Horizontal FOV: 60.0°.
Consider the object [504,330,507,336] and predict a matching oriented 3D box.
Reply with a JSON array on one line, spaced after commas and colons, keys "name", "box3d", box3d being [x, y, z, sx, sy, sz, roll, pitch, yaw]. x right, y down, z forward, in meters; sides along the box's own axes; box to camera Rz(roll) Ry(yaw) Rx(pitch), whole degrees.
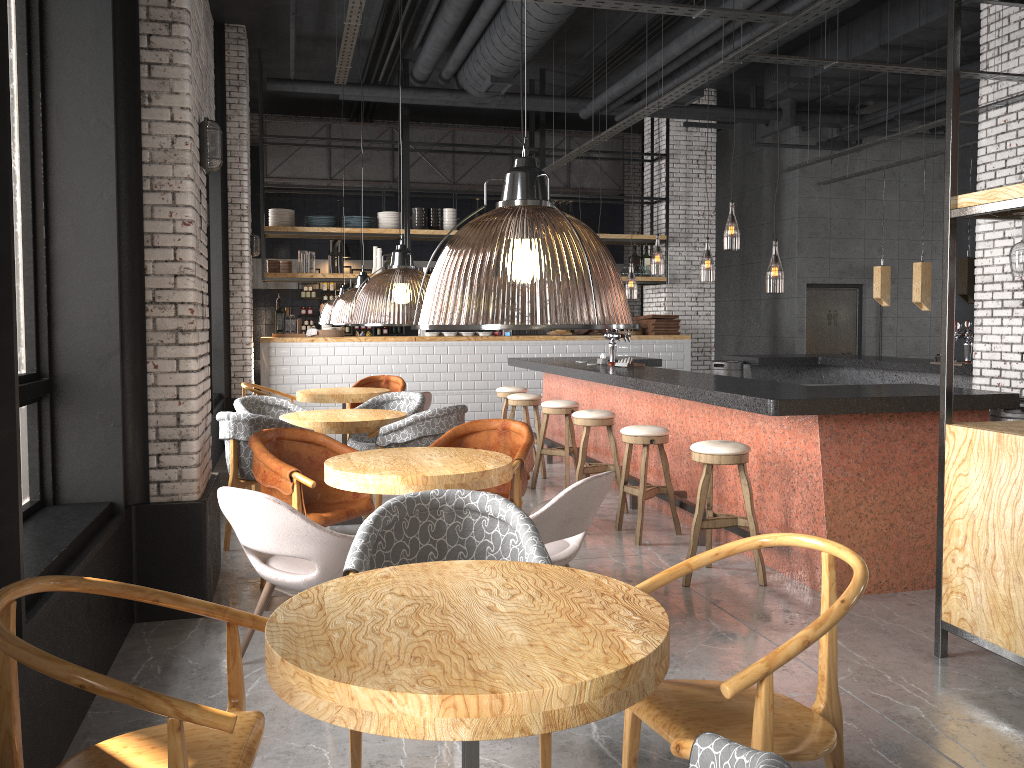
[{"name": "object", "box3d": [-0.073, -0.734, 12.038, 0.112, 0.165, 0.122, 3, 4, 40]}]

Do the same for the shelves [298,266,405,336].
[{"name": "shelves", "box3d": [-2.710, -1.247, 14.998, 1.761, 1.481, 0.157, -1, 3, -14]}]

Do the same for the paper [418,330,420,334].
[{"name": "paper", "box3d": [-1.253, -0.764, 11.991, 0.012, 0.163, 0.108, -1, 3, -14]}]

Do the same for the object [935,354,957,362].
[{"name": "object", "box3d": [4.250, -0.250, 8.689, 0.091, 0.091, 0.178, -3, 5, -39]}]

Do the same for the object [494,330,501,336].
[{"name": "object", "box3d": [-0.196, -0.727, 11.949, 0.122, 0.165, 0.112, 1, 3, 20]}]

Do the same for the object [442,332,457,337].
[{"name": "object", "box3d": [-0.830, -0.660, 11.757, 0.216, 0.059, 0.324, -1, 4, -14]}]

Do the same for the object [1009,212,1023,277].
[{"name": "object", "box3d": [2.161, -0.589, 3.750, 0.101, 0.267, 0.101, 2, 4, 39]}]

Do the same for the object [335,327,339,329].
[{"name": "object", "box3d": [-2.292, -0.700, 11.551, 0.160, 0.078, 0.161, 3, 5, 39]}]

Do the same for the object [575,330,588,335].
[{"name": "object", "box3d": [1.050, -0.845, 12.376, 0.242, 0.338, 0.488, -2, 4, -28]}]

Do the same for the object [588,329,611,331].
[{"name": "object", "box3d": [1.168, -0.761, 12.507, 0.407, 0.019, 0.458, 0, 4, 0]}]

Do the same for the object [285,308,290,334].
[{"name": "object", "box3d": [-2.890, -0.798, 11.419, 0.070, 0.367, 0.107, -1, 3, -15]}]

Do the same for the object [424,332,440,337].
[{"name": "object", "box3d": [-1.059, -0.654, 11.713, 0.216, 0.055, 0.324, -1, 4, -14]}]

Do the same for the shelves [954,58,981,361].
[{"name": "shelves", "box3d": [6.618, -1.902, 8.084, 1.003, 4.362, 6.154, -1, 4, -14]}]

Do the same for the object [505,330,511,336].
[{"name": "object", "box3d": [-0.051, -0.737, 11.912, 0.128, 0.189, 0.123, 0, 3, -5]}]

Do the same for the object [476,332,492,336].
[{"name": "object", "box3d": [-0.374, -0.669, 11.876, 0.216, 0.060, 0.324, -1, 4, -14]}]

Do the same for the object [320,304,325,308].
[{"name": "object", "box3d": [-2.475, -0.912, 11.650, 0.090, 0.289, 0.017, 1, 3, 23]}]

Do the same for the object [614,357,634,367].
[{"name": "object", "box3d": [1.025, -0.203, 8.125, 0.091, 0.091, 0.178, -3, 5, -39]}]

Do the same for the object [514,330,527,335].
[{"name": "object", "box3d": [0.118, -0.765, 12.181, 0.181, 0.168, 0.170, 0, 3, -4]}]

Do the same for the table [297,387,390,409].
[{"name": "table", "box3d": [-1.702, 0.472, 9.001, 0.932, 0.809, 0.933, 2, 4, 29]}]

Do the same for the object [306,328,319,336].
[{"name": "object", "box3d": [-2.512, -0.665, 11.425, 0.187, 0.110, 0.283, 1, 4, 23]}]

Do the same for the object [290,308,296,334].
[{"name": "object", "box3d": [-2.827, -0.800, 11.436, 0.070, 0.367, 0.107, -1, 3, -15]}]

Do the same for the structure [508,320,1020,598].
[{"name": "structure", "box3d": [2.748, 0.193, 8.008, 4.310, 1.532, 5.883, -1, 4, -14]}]

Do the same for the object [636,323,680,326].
[{"name": "object", "box3d": [2.079, -0.857, 12.691, 0.405, 0.044, 0.636, -1, 4, -13]}]

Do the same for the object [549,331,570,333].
[{"name": "object", "box3d": [0.649, -0.728, 12.357, 0.230, 0.016, 0.557, -1, 4, -8]}]

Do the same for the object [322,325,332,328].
[{"name": "object", "box3d": [-2.427, -0.727, 11.621, 0.129, 0.204, 0.129, 1, 3, 22]}]

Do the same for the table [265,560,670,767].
[{"name": "table", "box3d": [-0.099, 0.945, 2.116, 0.932, 0.809, 0.933, 2, 4, 33]}]

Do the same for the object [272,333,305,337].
[{"name": "object", "box3d": [-2.905, -0.630, 11.530, 0.411, 0.050, 0.412, -1, 4, -15]}]

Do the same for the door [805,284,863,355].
[{"name": "door", "box3d": [5.105, -0.555, 14.248, 1.120, 2.101, 0.158, -1, 3, -14]}]

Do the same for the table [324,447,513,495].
[{"name": "table", "box3d": [-0.462, 0.784, 4.455, 0.932, 0.809, 0.933, 2, 4, 33]}]

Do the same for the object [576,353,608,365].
[{"name": "object", "box3d": [0.741, -0.264, 8.905, 0.200, 0.106, 0.767, -1, 4, -14]}]

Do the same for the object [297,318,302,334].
[{"name": "object", "box3d": [-2.745, -0.727, 11.450, 0.056, 0.248, 0.056, 2, 4, 38]}]

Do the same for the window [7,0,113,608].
[{"name": "window", "box3d": [-1.797, -0.699, 3.150, 0.365, 2.694, 1.536, -1, 3, -14]}]

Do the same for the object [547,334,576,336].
[{"name": "object", "box3d": [0.701, -0.683, 12.329, 0.407, 0.019, 0.458, 2, 4, 28]}]

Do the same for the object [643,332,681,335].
[{"name": "object", "box3d": [2.079, -0.725, 12.698, 0.405, 0.044, 0.636, -1, 4, -18]}]

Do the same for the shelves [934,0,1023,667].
[{"name": "shelves", "box3d": [3.736, -1.299, 3.952, 3.659, 5.014, 0.690, -1, 3, -14]}]

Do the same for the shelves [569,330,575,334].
[{"name": "shelves", "box3d": [1.255, -1.217, 15.945, 0.889, 2.146, 0.251, -1, 3, -14]}]

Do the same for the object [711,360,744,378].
[{"name": "object", "box3d": [2.533, 0.246, 10.458, 0.399, 1.034, 0.398, 1, 3, 21]}]

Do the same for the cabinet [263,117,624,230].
[{"name": "cabinet", "box3d": [-1.036, -3.262, 14.598, 5.864, 1.767, 0.683, -1, 3, -14]}]

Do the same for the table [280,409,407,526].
[{"name": "table", "box3d": [-1.252, 0.635, 6.638, 0.932, 0.809, 0.933, 2, 4, 33]}]

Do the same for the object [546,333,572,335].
[{"name": "object", "box3d": [0.646, -0.702, 12.362, 0.276, 0.019, 0.514, -1, 4, -9]}]

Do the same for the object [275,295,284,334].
[{"name": "object", "box3d": [-2.987, -0.889, 11.377, 0.106, 0.553, 0.157, -1, 3, -15]}]

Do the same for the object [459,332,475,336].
[{"name": "object", "box3d": [-0.603, -0.664, 11.836, 0.216, 0.055, 0.324, -1, 4, -14]}]

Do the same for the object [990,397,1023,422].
[{"name": "object", "box3d": [3.006, 0.609, 5.201, 0.399, 1.034, 0.398, 1, 3, 21]}]

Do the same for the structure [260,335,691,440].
[{"name": "structure", "box3d": [-0.492, -0.006, 12.454, 5.800, 1.344, 1.512, -1, 4, -14]}]

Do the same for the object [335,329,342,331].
[{"name": "object", "box3d": [-2.290, -0.681, 11.551, 0.160, 0.075, 0.161, 3, 5, 39]}]

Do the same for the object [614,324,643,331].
[{"name": "object", "box3d": [1.637, -0.811, 12.597, 0.437, 0.154, 0.440, 2, 5, 33]}]

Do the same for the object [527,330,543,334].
[{"name": "object", "box3d": [0.317, -0.775, 12.325, 0.181, 0.168, 0.170, -2, 4, -34]}]

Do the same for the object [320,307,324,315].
[{"name": "object", "box3d": [-2.474, -0.826, 11.624, 0.087, 0.355, 0.026, 0, 3, 9]}]

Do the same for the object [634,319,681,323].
[{"name": "object", "box3d": [2.079, -0.902, 12.689, 0.405, 0.044, 0.636, -2, 4, -20]}]

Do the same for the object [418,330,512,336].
[{"name": "object", "box3d": [-0.641, -0.593, 12.157, 1.250, 0.551, 0.315, -1, 3, -14]}]

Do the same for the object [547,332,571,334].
[{"name": "object", "box3d": [0.641, -0.714, 12.354, 0.215, 0.013, 0.521, -1, 4, -18]}]

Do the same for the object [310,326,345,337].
[{"name": "object", "box3d": [-2.400, -0.670, 11.504, 0.437, 0.156, 0.420, -4, 5, -41]}]

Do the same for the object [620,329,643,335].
[{"name": "object", "box3d": [1.634, -0.744, 12.597, 0.437, 0.097, 0.437, 1, 4, 11]}]

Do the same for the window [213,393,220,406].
[{"name": "window", "box3d": [-3.351, -1.124, 9.354, 0.365, 2.694, 1.536, -1, 3, -14]}]

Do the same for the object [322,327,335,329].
[{"name": "object", "box3d": [-2.361, -0.690, 11.405, 0.160, 0.078, 0.161, -3, 5, -36]}]

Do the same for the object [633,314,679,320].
[{"name": "object", "box3d": [2.044, -0.941, 12.613, 0.406, 0.094, 0.637, -1, 4, -16]}]

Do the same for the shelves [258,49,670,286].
[{"name": "shelves", "box3d": [-0.561, -2.945, 12.370, 5.677, 3.063, 0.598, -1, 3, -14]}]
